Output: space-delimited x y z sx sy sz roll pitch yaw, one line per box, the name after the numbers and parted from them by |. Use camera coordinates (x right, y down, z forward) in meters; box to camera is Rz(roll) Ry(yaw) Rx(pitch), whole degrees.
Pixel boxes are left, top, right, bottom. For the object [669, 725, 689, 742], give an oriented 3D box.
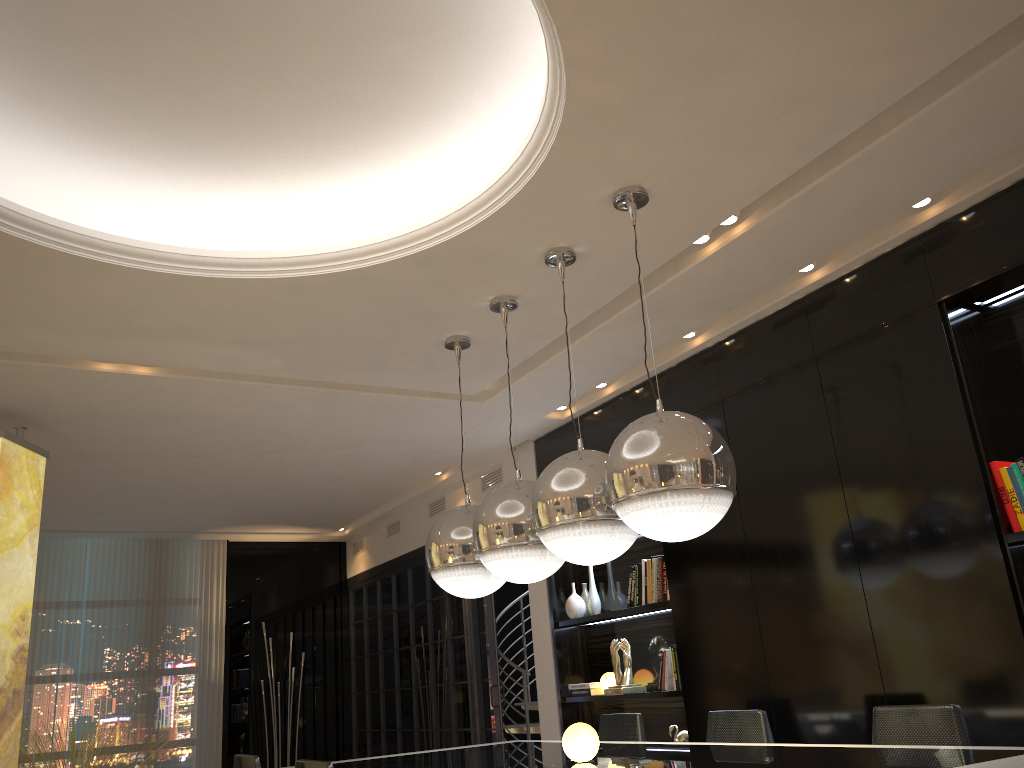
0.930 1.997 4.766 0.092 0.310 0.193 -3 -19 -6 | object

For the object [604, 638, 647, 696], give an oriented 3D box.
0.648 1.657 5.210 0.177 0.311 0.177 6 -22 -29 | object

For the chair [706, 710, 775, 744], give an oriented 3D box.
0.742 1.707 3.348 0.496 0.858 0.523 6 -22 -29 | chair

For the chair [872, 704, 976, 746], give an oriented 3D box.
1.150 1.434 2.655 0.496 0.858 0.523 6 -22 -29 | chair

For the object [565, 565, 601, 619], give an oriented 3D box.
0.434 1.303 5.686 0.210 0.395 0.180 5 -21 -26 | object

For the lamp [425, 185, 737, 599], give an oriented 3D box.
0.125 0.135 3.512 0.408 1.226 1.827 6 -22 -29 | lamp

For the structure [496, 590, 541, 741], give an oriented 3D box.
0.296 1.845 8.706 1.964 4.134 3.425 6 -22 -29 | structure

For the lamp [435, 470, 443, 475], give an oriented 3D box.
-0.603 0.658 7.053 0.107 0.127 0.107 -21 -24 38 | lamp

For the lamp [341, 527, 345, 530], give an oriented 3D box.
-1.741 1.419 8.987 0.107 0.127 0.107 -21 -24 38 | lamp

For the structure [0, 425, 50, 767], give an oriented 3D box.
-3.361 1.354 3.921 2.180 2.555 0.448 6 -22 -29 | structure

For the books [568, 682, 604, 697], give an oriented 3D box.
0.508 1.891 5.501 0.209 0.073 0.266 4 -21 -25 | books

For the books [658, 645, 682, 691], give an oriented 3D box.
0.922 1.542 4.828 0.182 0.232 0.284 5 -21 -26 | books

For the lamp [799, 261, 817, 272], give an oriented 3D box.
1.300 -0.566 3.959 0.107 0.127 0.107 -21 -24 38 | lamp

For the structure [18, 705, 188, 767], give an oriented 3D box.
-3.406 3.138 6.929 1.282 1.142 1.275 -10 -20 15 | structure

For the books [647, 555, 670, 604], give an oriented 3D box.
0.891 1.090 4.974 0.212 0.261 0.252 6 -22 -29 | books

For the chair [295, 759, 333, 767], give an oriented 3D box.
-0.365 1.554 2.628 0.496 0.858 0.523 6 -22 -29 | chair

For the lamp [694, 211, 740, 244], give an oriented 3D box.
0.799 -0.664 3.549 0.107 0.127 0.271 6 -22 -29 | lamp

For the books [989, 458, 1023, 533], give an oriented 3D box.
1.920 0.390 3.197 0.210 0.270 0.236 6 -22 -29 | books

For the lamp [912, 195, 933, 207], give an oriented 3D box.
1.587 -0.758 3.472 0.107 0.127 0.107 -21 -24 38 | lamp

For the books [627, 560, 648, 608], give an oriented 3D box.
0.791 1.160 5.144 0.207 0.256 0.245 6 -22 -30 | books

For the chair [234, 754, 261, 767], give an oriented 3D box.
-0.773 1.826 3.321 0.496 0.858 0.523 6 -22 -29 | chair

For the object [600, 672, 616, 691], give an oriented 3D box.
0.592 1.797 5.327 0.125 0.125 0.125 -8 -19 9 | object

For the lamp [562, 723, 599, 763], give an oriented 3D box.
0.233 1.215 3.006 0.125 0.125 0.125 -12 -20 19 | lamp

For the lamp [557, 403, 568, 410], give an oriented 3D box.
0.304 0.100 5.653 0.107 0.127 0.107 -21 -24 38 | lamp

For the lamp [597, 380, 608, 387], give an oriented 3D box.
0.519 -0.044 5.286 0.107 0.127 0.107 -21 -24 38 | lamp

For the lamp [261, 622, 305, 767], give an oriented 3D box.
-2.165 3.166 8.336 0.418 1.801 0.200 6 -22 -29 | lamp

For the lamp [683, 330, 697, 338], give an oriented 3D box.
0.910 -0.305 4.623 0.107 0.127 0.107 -21 -24 38 | lamp

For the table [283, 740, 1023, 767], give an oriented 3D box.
0.218 1.661 2.935 1.293 0.759 3.031 6 -22 -29 | table

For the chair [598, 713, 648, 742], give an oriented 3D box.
0.355 1.966 4.007 0.496 0.858 0.523 6 -22 -29 | chair
